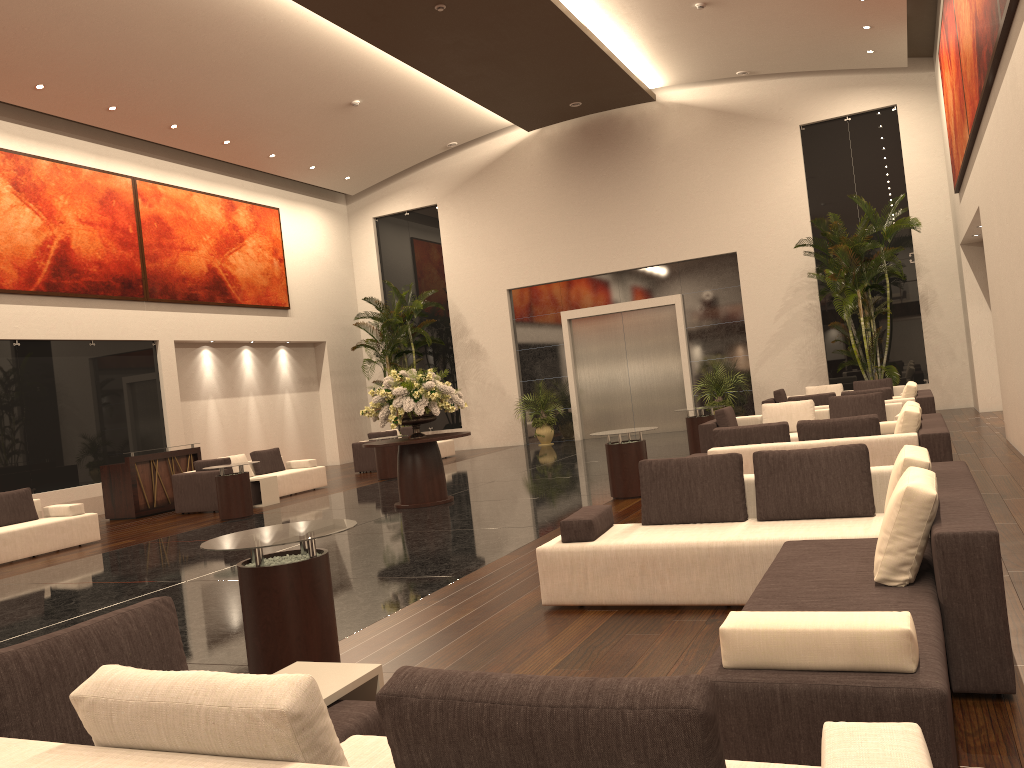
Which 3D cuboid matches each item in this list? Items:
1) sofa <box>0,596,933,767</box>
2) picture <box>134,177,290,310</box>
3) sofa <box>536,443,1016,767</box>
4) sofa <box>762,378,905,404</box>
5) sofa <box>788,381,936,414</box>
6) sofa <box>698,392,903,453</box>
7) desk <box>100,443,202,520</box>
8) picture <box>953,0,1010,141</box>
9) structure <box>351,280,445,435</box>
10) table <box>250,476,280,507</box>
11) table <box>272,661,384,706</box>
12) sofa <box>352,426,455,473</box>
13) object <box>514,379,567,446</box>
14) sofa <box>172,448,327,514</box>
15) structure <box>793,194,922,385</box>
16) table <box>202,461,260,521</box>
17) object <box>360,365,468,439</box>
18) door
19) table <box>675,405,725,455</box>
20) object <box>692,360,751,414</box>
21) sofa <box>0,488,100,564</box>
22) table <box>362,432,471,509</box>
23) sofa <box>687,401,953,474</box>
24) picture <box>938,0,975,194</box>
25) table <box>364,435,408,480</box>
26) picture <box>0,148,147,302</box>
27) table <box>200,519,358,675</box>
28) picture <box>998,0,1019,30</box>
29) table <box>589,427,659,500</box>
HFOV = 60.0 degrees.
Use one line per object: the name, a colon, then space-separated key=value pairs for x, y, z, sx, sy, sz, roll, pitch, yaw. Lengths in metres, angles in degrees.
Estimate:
sofa: x=-0.313 y=1.062 z=2.340 sx=2.846 sy=0.862 sz=1.291 roll=-7 pitch=0 yaw=24
picture: x=-6.580 y=-3.008 z=19.915 sx=0.070 sy=2.526 sz=4.515 roll=-7 pitch=0 yaw=24
sofa: x=1.036 y=0.926 z=4.592 sx=2.586 sy=0.862 sz=3.366 roll=-7 pitch=0 yaw=24
sofa: x=6.352 y=0.416 z=17.148 sx=2.846 sy=0.862 sz=1.291 roll=-7 pitch=0 yaw=24
sofa: x=5.540 y=0.490 z=14.643 sx=2.586 sy=0.862 sz=3.366 roll=-7 pitch=0 yaw=24
sofa: x=4.025 y=0.642 z=11.979 sx=2.846 sy=0.862 sz=1.291 roll=-7 pitch=0 yaw=24
desk: x=-6.293 y=1.702 z=15.669 sx=0.760 sy=1.114 sz=1.634 roll=-7 pitch=0 yaw=24
picture: x=5.021 y=-4.388 z=9.671 sx=0.070 sy=2.526 sz=4.515 roll=-7 pitch=0 yaw=24
structure: x=-2.789 y=-0.397 z=23.018 sx=2.436 sy=4.611 sz=2.531 roll=-6 pitch=0 yaw=-4
table: x=-4.169 y=1.788 z=14.729 sx=0.400 sy=0.460 sz=0.400 roll=-7 pitch=0 yaw=24
table: x=-0.730 y=1.319 z=3.261 sx=0.400 sy=0.460 sz=0.400 roll=-7 pitch=0 yaw=24
sofa: x=-2.337 y=1.419 z=20.445 sx=1.291 sy=0.862 sz=2.846 roll=-7 pitch=0 yaw=24
object: x=0.762 y=0.669 z=21.922 sx=1.373 sy=1.682 sz=1.297 roll=-6 pitch=0 yaw=-33
sofa: x=-4.465 y=1.625 z=15.716 sx=1.291 sy=0.862 sz=2.846 roll=-7 pitch=0 yaw=24
structure: x=7.316 y=-1.569 z=18.261 sx=2.436 sy=4.611 sz=2.531 roll=-6 pitch=0 yaw=-4
table: x=-4.142 y=1.603 z=13.215 sx=0.833 sy=0.795 sz=0.844 roll=-6 pitch=0 yaw=-15
object: x=-1.360 y=0.206 z=12.340 sx=1.453 sy=1.097 sz=1.402 roll=-6 pitch=0 yaw=-20
door: x=2.876 y=-0.260 z=21.829 sx=2.767 sy=3.048 sz=0.040 roll=-7 pitch=0 yaw=24
table: x=3.141 y=0.793 z=14.645 sx=0.833 sy=0.795 sz=0.844 roll=-6 pitch=0 yaw=-15
object: x=4.662 y=0.216 z=20.090 sx=1.373 sy=1.682 sz=1.297 roll=-6 pitch=0 yaw=-28
sofa: x=-6.587 y=1.830 z=11.002 sx=1.291 sy=0.862 sz=2.846 roll=-7 pitch=0 yaw=24
table: x=-1.270 y=1.210 z=12.346 sx=1.498 sy=0.921 sz=1.498 roll=-7 pitch=0 yaw=15
sofa: x=3.214 y=0.716 z=9.474 sx=2.586 sy=0.862 sz=3.366 roll=-7 pitch=0 yaw=24
picture: x=6.875 y=-4.568 z=13.791 sx=0.070 sy=2.526 sz=4.515 roll=-7 pitch=0 yaw=24
table: x=-2.395 y=1.434 z=17.165 sx=0.833 sy=0.795 sz=0.844 roll=-6 pitch=0 yaw=-15
picture: x=-8.434 y=-2.829 z=15.795 sx=0.070 sy=2.526 sz=4.515 roll=-7 pitch=0 yaw=24
table: x=-1.228 y=1.215 z=4.871 sx=0.844 sy=0.795 sz=0.833 roll=-6 pitch=0 yaw=-27
picture: x=3.168 y=-4.208 z=5.554 sx=0.070 sy=2.526 sz=4.515 roll=-7 pitch=0 yaw=24
table: x=1.394 y=0.961 z=10.695 sx=0.833 sy=0.795 sz=0.844 roll=-6 pitch=0 yaw=-15
